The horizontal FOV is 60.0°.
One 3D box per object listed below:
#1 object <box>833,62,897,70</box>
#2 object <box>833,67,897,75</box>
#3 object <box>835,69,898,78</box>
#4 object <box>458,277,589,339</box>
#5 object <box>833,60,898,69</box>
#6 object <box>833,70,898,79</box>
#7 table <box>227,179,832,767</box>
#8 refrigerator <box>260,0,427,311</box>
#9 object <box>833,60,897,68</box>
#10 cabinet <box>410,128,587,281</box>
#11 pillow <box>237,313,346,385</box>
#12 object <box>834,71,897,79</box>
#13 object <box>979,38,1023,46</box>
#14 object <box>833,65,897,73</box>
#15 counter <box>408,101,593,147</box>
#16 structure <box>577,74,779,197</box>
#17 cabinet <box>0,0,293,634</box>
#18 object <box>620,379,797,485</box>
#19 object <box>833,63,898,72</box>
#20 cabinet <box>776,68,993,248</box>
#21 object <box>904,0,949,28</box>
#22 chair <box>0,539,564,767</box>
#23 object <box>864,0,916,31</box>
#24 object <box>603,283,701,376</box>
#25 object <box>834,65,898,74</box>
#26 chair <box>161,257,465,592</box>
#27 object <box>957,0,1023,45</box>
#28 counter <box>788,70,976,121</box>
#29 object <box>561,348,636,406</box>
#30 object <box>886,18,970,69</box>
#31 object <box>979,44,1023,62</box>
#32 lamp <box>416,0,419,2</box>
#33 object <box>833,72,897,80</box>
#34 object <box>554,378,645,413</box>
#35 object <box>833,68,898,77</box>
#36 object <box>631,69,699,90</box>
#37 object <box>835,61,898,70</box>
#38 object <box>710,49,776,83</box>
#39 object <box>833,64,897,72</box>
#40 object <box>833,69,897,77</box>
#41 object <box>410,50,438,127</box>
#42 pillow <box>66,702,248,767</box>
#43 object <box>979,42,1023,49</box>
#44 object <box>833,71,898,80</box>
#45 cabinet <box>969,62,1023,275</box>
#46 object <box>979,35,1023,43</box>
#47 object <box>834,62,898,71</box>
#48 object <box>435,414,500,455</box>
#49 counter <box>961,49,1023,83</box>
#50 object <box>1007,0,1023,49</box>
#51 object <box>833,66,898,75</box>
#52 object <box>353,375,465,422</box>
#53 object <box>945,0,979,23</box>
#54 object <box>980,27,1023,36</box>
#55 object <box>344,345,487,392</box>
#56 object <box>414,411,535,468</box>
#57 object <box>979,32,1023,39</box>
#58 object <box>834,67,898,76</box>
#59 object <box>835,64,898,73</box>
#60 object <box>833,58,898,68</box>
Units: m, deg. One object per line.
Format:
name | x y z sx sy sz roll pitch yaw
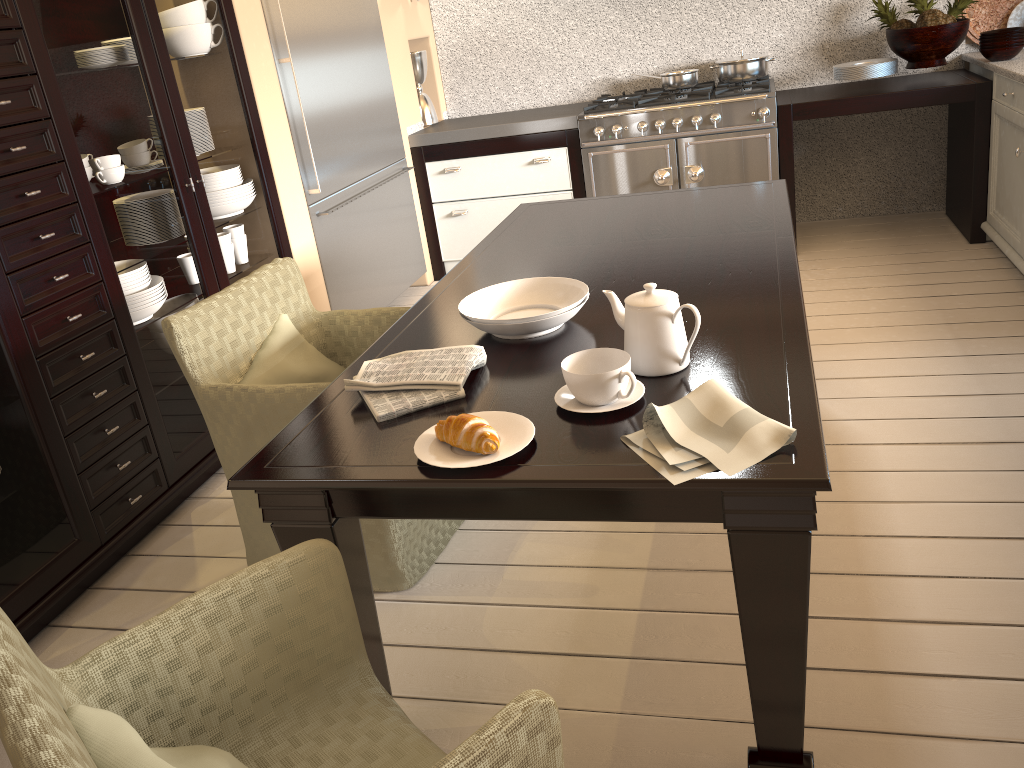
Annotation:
object | 1.631 -1.468 4.095 0.278 0.011 0.282 -7 22 5
object | 1.635 -1.447 4.103 0.278 0.011 0.282 -7 22 5
object | 1.636 -1.437 4.107 0.278 0.011 0.282 -7 22 5
object | 0.029 -0.157 1.912 0.281 0.065 0.285 -4 23 11
object | 1.630 -1.473 4.093 0.278 0.011 0.282 -7 22 5
object | 1.637 -1.434 4.108 0.278 0.011 0.282 -7 22 5
table | 0.272 0.036 2.293 0.918 0.645 2.017 -2 23 16
refrigerator | -1.018 -1.161 4.051 0.741 1.713 1.117 -2 22 17
object | 1.630 -1.475 4.092 0.278 0.011 0.282 -7 22 5
cabinet | 0.021 -1.028 4.866 0.895 0.715 0.645 -2 22 16
pillow | -0.560 -0.017 2.331 0.192 0.291 0.446 -3 23 16
object | 1.637 -1.432 4.109 0.278 0.011 0.282 -7 22 5
object | 2.166 -1.490 3.920 0.180 0.062 0.182 -11 22 -4
object | 1.633 -1.455 4.101 0.278 0.011 0.282 -7 22 5
counter | -0.032 -1.394 4.742 0.895 0.061 0.608 -2 23 16
structure | 0.882 -1.092 4.554 0.928 0.795 0.714 -2 22 16
cabinet | -1.558 -0.425 2.344 0.888 1.818 2.521 -2 23 16
object | 0.282 0.060 1.294 0.205 0.062 0.198 -17 23 -18
object | 1.632 -1.463 4.097 0.278 0.011 0.282 -7 22 5
cabinet | 1.780 -1.091 4.360 0.895 0.715 0.608 -2 22 16
object | 1.883 -1.691 4.050 0.160 0.275 0.272 -9 21 0
chair | -0.260 0.572 1.130 0.565 0.791 0.566 -24 26 -33
object | 1.808 -1.705 4.200 0.138 0.281 0.280 -19 23 -24
object | 0.248 -0.105 1.589 0.198 0.154 0.119 0 23 22
object | 1.634 -1.453 4.101 0.278 0.011 0.282 -7 22 5
chair | -0.447 0.107 2.327 0.561 0.791 0.570 0 23 22
object | 2.385 -1.843 4.277 0.430 0.425 0.065 -2 22 17
counter | 1.734 -1.386 4.248 0.764 0.078 0.608 -2 23 16
object | 0.149 -0.008 1.495 0.125 0.069 0.118 -5 22 10
object | 1.930 -1.577 4.125 0.351 0.185 0.355 -8 22 1
object | 2.170 -1.465 3.930 0.180 0.062 0.182 -11 22 -4
lamp | -0.466 -2.179 4.613 0.269 0.336 0.485 -3 22 15
object | 1.638 -1.427 4.111 0.278 0.011 0.282 -7 22 5
object | 0.149 0.021 1.506 0.154 0.012 0.155 -17 24 -20
object | 1.635 -1.442 4.105 0.278 0.011 0.282 -7 22 5
object | 0.812 -1.590 4.615 0.199 0.089 0.373 -21 25 -28
object | 1.631 -1.470 4.093 0.278 0.011 0.282 -7 22 5
object | 1.158 -1.607 4.453 0.266 0.144 0.268 -18 24 -22
object | 1.632 -1.460 4.097 0.278 0.011 0.282 -7 22 5
object | 1.635 -1.439 4.105 0.278 0.011 0.282 -7 22 5
object | -0.518 -1.636 4.917 0.155 0.389 0.157 -7 21 6
pillow | -0.367 0.490 1.030 0.316 0.291 0.250 3 24 29
object | 2.168 -1.477 3.925 0.180 0.062 0.182 -11 22 -4
object | 1.637 -1.429 4.109 0.278 0.011 0.282 -7 22 5
cabinet | 2.146 -0.436 2.571 0.846 0.762 4.277 -2 23 16
object | 2.162 -1.504 3.916 0.180 0.066 0.182 -5 22 9
object | 1.632 -1.465 4.096 0.278 0.011 0.282 -7 22 5
object | -0.069 0.074 1.393 0.138 0.051 0.063 7 26 34
counter | 2.031 -0.808 2.442 0.652 0.067 4.294 -2 23 16
object | 2.509 -1.709 4.217 0.282 0.269 0.094 -2 22 18
object | 1.633 -1.450 4.103 0.278 0.011 0.282 -7 22 5
object | -0.199 0.005 1.672 0.165 0.026 0.234 -15 23 -16
object | 2.038 -1.704 4.111 0.275 0.281 0.140 -8 21 3
object | 2.163 -1.527 3.905 0.180 0.064 0.182 1 24 23
object | -0.180 -0.022 1.694 0.233 0.050 0.167 -2 23 16
object | -0.059 0.091 1.410 0.194 0.014 0.197 -11 22 -6
object | 2.163 -1.514 3.911 0.180 0.063 0.182 1 24 23
object | 1.635 -1.444 4.104 0.278 0.011 0.282 -7 22 5
object | 1.633 -1.458 4.099 0.278 0.011 0.282 -7 22 5
object | 1.630 -1.478 4.091 0.278 0.011 0.282 -7 22 5
